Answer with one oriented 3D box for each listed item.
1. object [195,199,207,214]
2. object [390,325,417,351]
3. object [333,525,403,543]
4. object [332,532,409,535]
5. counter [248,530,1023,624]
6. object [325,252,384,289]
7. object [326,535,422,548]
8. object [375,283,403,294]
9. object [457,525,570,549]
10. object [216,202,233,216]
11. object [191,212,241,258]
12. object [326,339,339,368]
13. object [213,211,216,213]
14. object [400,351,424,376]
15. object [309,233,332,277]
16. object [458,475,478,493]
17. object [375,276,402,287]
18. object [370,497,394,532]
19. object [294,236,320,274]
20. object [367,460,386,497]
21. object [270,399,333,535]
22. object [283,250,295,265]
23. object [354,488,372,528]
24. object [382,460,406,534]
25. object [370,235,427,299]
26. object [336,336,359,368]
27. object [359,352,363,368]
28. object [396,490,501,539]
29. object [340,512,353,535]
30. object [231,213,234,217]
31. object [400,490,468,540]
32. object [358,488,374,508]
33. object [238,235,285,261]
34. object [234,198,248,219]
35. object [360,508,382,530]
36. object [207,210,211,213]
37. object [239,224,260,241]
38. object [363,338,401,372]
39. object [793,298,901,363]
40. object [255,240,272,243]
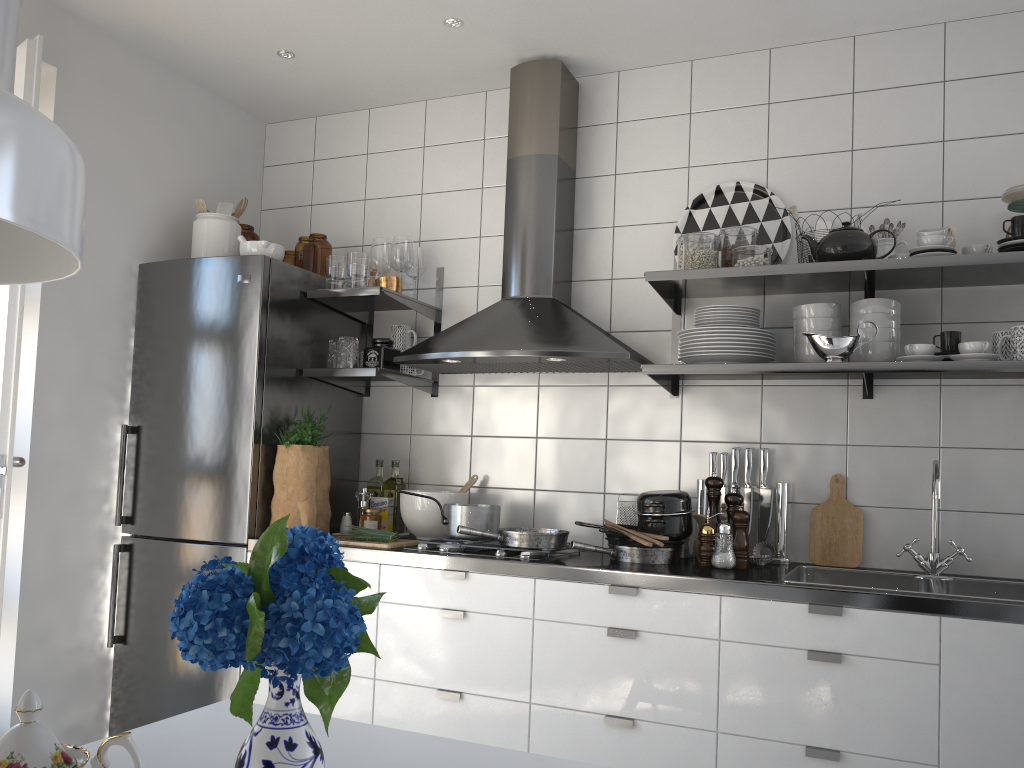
[{"bbox_3d":[-1.164,-0.557,3.342,0.054,0.262,0.149,2,-4,-1],"label":"object"},{"bbox_3d":[-0.424,-0.173,3.415,0.083,0.100,0.108,5,-5,-32],"label":"object"},{"bbox_3d":[-0.501,0.504,2.979,0.276,0.053,0.142,-2,-7,39],"label":"object"},{"bbox_3d":[-0.525,0.561,3.311,0.180,0.008,0.273,0,-6,24],"label":"object"},{"bbox_3d":[0.729,0.569,2.605,3.238,0.045,0.652,0,-6,24],"label":"counter"},{"bbox_3d":[-0.588,-0.396,3.286,0.190,0.134,0.229,1,-5,14],"label":"object"},{"bbox_3d":[-0.496,0.528,2.978,0.330,0.012,0.221,0,-6,24],"label":"object"},{"bbox_3d":[-0.452,-0.343,3.246,0.100,0.036,0.100,-3,-7,43],"label":"object"},{"bbox_3d":[0.008,0.481,2.824,0.351,0.060,0.233,2,-5,2],"label":"object"},{"bbox_3d":[-1.114,-0.568,3.364,0.064,0.289,0.141,2,-4,-2],"label":"object"},{"bbox_3d":[-1.118,-0.524,3.351,0.174,0.207,0.174,1,-4,19],"label":"object"},{"bbox_3d":[-0.647,-0.103,3.294,0.086,0.119,0.086,0,-5,34],"label":"object"},{"bbox_3d":[-1.109,-0.545,3.391,0.118,0.249,0.034,1,-4,24],"label":"object"},{"bbox_3d":[-0.396,-0.074,3.398,0.108,0.100,0.083,1,-4,13],"label":"object"},{"bbox_3d":[-0.769,-0.489,3.493,0.097,0.194,0.097,1,-4,23],"label":"object"},{"bbox_3d":[-0.232,0.446,3.257,0.222,0.232,0.081,4,-4,-16],"label":"object"},{"bbox_3d":[-0.453,-0.365,3.247,0.100,0.048,0.100,7,-7,-43],"label":"object"},{"bbox_3d":[-0.492,0.497,3.339,0.077,0.140,0.044,1,-4,24],"label":"object"},{"bbox_3d":[-0.783,-0.480,3.386,0.093,0.153,0.093,6,-5,-43],"label":"object"},{"bbox_3d":[-0.517,0.433,3.416,0.066,0.281,0.066,1,-4,19],"label":"object"},{"bbox_3d":[-0.730,0.293,3.109,0.173,0.508,0.283,2,-4,11],"label":"object"},{"bbox_3d":[-0.874,-0.458,3.509,0.093,0.127,0.093,6,-6,-45],"label":"object"},{"bbox_3d":[-0.555,0.475,3.292,0.059,0.172,0.059,3,-4,-17],"label":"object"},{"bbox_3d":[-0.444,0.432,3.378,0.089,0.281,0.082,1,-4,24],"label":"object"},{"bbox_3d":[-0.446,-0.430,3.437,0.192,0.244,0.206,1,-5,22],"label":"object"},{"bbox_3d":[-0.594,-0.109,3.210,0.086,0.119,0.086,1,-4,20],"label":"object"},{"bbox_3d":[-0.560,-0.071,3.488,0.083,0.100,0.109,3,-5,-7],"label":"object"},{"bbox_3d":[-0.206,0.447,3.040,0.348,0.153,0.200,5,-5,-27],"label":"object"},{"bbox_3d":[-0.610,0.514,3.265,0.046,0.084,0.046,2,-4,1],"label":"object"},{"bbox_3d":[-1.077,-0.544,3.380,0.050,0.246,0.115,3,-4,-11],"label":"object"},{"bbox_3d":[-0.289,0.481,3.248,0.247,0.175,0.247,5,-5,-26],"label":"object"},{"bbox_3d":[-0.558,0.481,3.358,0.059,0.172,0.059,3,-4,-17],"label":"object"},{"bbox_3d":[-0.908,-0.477,3.236,0.159,0.109,0.173,1,-5,19],"label":"object"},{"bbox_3d":[-1.069,-0.567,3.375,0.131,0.295,0.056,2,-3,3],"label":"object"},{"bbox_3d":[-0.514,0.506,3.235,0.078,0.101,0.078,3,-4,-10],"label":"object"},{"bbox_3d":[-1.148,-0.550,3.361,0.061,0.250,0.117,5,-4,-36],"label":"object"},{"bbox_3d":[-1.084,-0.516,3.555,0.118,0.236,0.117,5,-5,-41],"label":"object"},{"bbox_3d":[-0.474,-0.104,3.238,0.100,0.122,0.100,0,-5,34],"label":"object"},{"bbox_3d":[1.018,-0.141,2.708,0.309,0.216,0.150,0,-4,21],"label":"object"},{"bbox_3d":[-0.981,-0.478,3.479,0.113,0.154,0.113,5,-5,-38],"label":"object"}]
